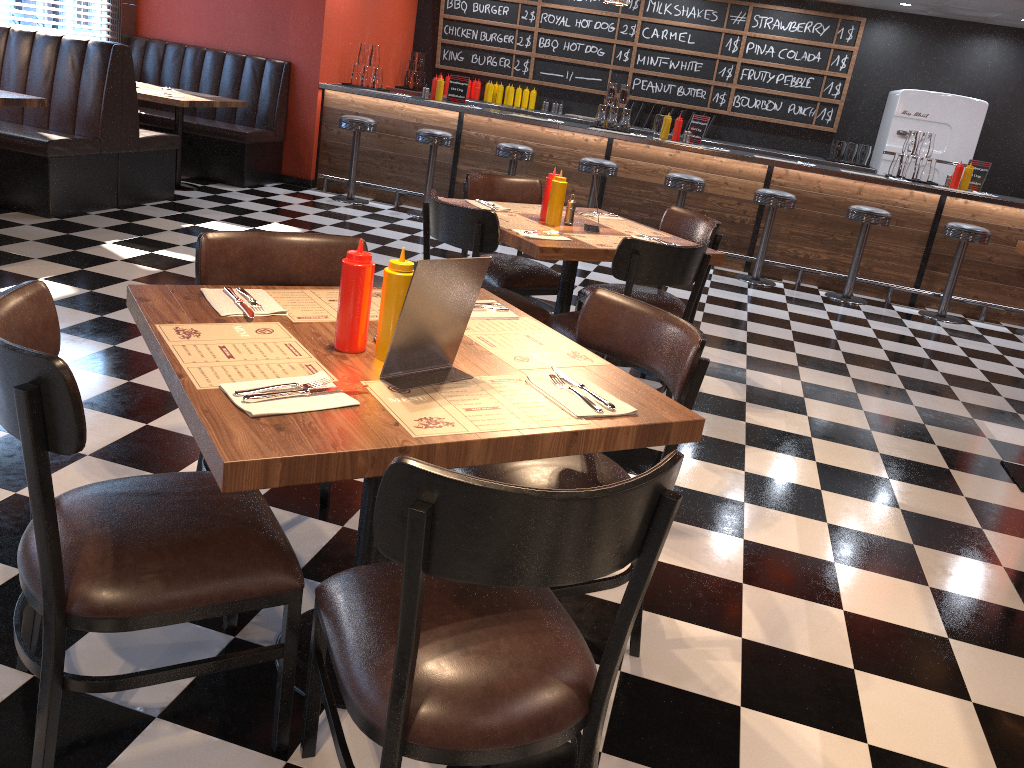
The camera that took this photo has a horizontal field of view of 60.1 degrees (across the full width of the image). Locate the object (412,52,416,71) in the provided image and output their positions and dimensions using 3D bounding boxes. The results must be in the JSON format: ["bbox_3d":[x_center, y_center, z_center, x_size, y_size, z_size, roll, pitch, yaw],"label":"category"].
[{"bbox_3d":[-1.135,-3.727,10.227,0.105,0.206,0.107,8,18,-3],"label":"object"}]

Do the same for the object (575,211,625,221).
[{"bbox_3d":[0.414,-0.828,4.322,0.255,0.019,0.159,-2,22,-28],"label":"object"}]

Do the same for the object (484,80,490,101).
[{"bbox_3d":[-0.278,-3.376,10.209,0.068,0.235,0.069,6,18,-10],"label":"object"}]

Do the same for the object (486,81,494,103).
[{"bbox_3d":[-0.250,-3.343,10.126,0.068,0.235,0.069,6,18,-11],"label":"object"}]

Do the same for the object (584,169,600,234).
[{"bbox_3d":[0.371,-0.805,3.880,0.072,0.254,0.190,10,18,2],"label":"object"}]

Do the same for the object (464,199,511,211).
[{"bbox_3d":[-0.102,-0.822,4.072,0.157,0.019,0.258,-1,22,-27],"label":"object"}]

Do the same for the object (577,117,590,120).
[{"bbox_3d":[0.800,-2.994,9.969,0.366,0.001,0.264,14,20,13],"label":"object"}]

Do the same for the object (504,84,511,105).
[{"bbox_3d":[-0.048,-3.332,10.187,0.068,0.235,0.069,6,18,-11],"label":"object"}]

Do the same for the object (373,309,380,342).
[{"bbox_3d":[-0.247,-0.151,1.937,0.093,0.134,0.047,0,20,-27],"label":"object"}]

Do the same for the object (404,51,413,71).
[{"bbox_3d":[-1.175,-3.695,10.119,0.105,0.206,0.107,8,18,-3],"label":"object"}]

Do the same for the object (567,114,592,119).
[{"bbox_3d":[0.802,-3.007,9.964,0.366,0.001,0.264,13,20,11],"label":"object"}]

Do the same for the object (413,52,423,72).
[{"bbox_3d":[-1.067,-3.672,10.102,0.105,0.206,0.107,8,18,-3],"label":"object"}]

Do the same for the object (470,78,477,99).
[{"bbox_3d":[-0.437,-3.428,10.283,0.068,0.235,0.068,13,18,13],"label":"object"}]

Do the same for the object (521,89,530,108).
[{"bbox_3d":[0.157,-3.277,10.125,0.068,0.235,0.068,13,18,13],"label":"object"}]

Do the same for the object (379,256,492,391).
[{"bbox_3d":[-0.149,-0.130,1.736,0.073,0.254,0.189,24,23,39],"label":"object"}]

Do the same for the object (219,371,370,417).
[{"bbox_3d":[-0.380,0.011,1.593,0.255,0.019,0.159,-7,25,-38],"label":"object"}]

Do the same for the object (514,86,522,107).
[{"bbox_3d":[0.072,-3.294,10.133,0.068,0.235,0.068,12,18,9],"label":"object"}]

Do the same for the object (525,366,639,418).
[{"bbox_3d":[0.130,0.011,1.824,0.157,0.019,0.258,-2,22,-30],"label":"object"}]

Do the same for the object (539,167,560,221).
[{"bbox_3d":[0.173,-0.839,3.915,0.068,0.235,0.068,-3,21,-33],"label":"object"}]

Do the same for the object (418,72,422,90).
[{"bbox_3d":[-1.084,-3.496,10.221,0.105,0.206,0.107,8,18,-3],"label":"object"}]

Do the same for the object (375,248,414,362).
[{"bbox_3d":[-0.237,-0.165,1.824,0.068,0.235,0.068,14,18,16],"label":"object"}]

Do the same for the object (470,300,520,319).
[{"bbox_3d":[-0.119,-0.199,2.305,0.255,0.019,0.159,-2,22,-29],"label":"object"}]

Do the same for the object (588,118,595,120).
[{"bbox_3d":[0.801,-3.002,9.966,0.366,0.001,0.264,13,20,11],"label":"object"}]

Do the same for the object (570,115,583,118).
[{"bbox_3d":[0.801,-3.001,9.966,0.366,0.001,0.264,12,19,9],"label":"object"}]

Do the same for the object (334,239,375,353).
[{"bbox_3d":[-0.326,-0.186,1.844,0.068,0.235,0.068,14,18,16],"label":"object"}]

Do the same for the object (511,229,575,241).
[{"bbox_3d":[0.137,-0.606,3.569,0.255,0.019,0.159,-3,22,-30],"label":"object"}]

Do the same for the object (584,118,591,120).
[{"bbox_3d":[0.800,-2.996,9.968,0.366,0.001,0.263,15,20,16],"label":"object"}]

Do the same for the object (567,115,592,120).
[{"bbox_3d":[0.800,-2.997,9.968,0.366,0.001,0.264,14,20,13],"label":"object"}]

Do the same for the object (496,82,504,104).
[{"bbox_3d":[-0.136,-3.336,10.160,0.068,0.235,0.068,12,18,10],"label":"object"}]

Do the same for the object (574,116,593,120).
[{"bbox_3d":[0.801,-2.998,9.967,0.366,0.001,0.264,14,20,14],"label":"object"}]

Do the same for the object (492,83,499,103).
[{"bbox_3d":[-0.190,-3.361,10.206,0.068,0.235,0.068,13,18,13],"label":"object"}]

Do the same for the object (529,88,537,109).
[{"bbox_3d":[0.238,-3.258,10.109,0.068,0.235,0.068,13,18,13],"label":"object"}]

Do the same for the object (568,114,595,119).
[{"bbox_3d":[0.802,-3.008,9.964,0.366,0.001,0.264,14,20,13],"label":"object"}]

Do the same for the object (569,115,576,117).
[{"bbox_3d":[0.801,-2.999,9.967,0.366,0.001,0.264,14,20,13],"label":"object"}]

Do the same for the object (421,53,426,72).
[{"bbox_3d":[-1.046,-3.708,10.213,0.105,0.206,0.107,8,18,-3],"label":"object"}]

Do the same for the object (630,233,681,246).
[{"bbox_3d":[0.616,-0.622,3.834,0.158,0.019,0.258,-6,24,-36],"label":"object"}]

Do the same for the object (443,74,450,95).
[{"bbox_3d":[-0.750,-3.480,10.290,0.068,0.235,0.068,18,20,27],"label":"object"}]

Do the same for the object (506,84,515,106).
[{"bbox_3d":[-0.013,-3.302,10.118,0.068,0.235,0.069,6,18,-11],"label":"object"}]

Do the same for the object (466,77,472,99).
[{"bbox_3d":[-0.507,-3.414,10.212,0.068,0.235,0.068,13,18,13],"label":"object"}]

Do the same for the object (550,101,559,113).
[{"bbox_3d":[0.493,-3.150,10.072,0.094,0.134,0.047,-2,21,-31],"label":"object"}]

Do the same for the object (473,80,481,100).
[{"bbox_3d":[-0.396,-3.394,10.206,0.068,0.235,0.068,13,18,13],"label":"object"}]

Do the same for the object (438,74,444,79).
[{"bbox_3d":[-0.839,-3.499,10.303,0.068,0.235,0.069,6,18,-10],"label":"object"}]

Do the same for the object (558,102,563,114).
[{"bbox_3d":[0.555,-3.121,10.018,0.047,0.134,0.095,11,18,6],"label":"object"}]

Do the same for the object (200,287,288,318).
[{"bbox_3d":[-0.616,-0.189,2.052,0.157,0.019,0.258,-3,23,-32],"label":"object"}]

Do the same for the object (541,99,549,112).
[{"bbox_3d":[0.384,-3.173,10.087,0.047,0.134,0.094,-6,23,-41],"label":"object"}]

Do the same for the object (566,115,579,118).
[{"bbox_3d":[0.800,-2.995,9.968,0.366,0.001,0.264,13,20,12],"label":"object"}]
